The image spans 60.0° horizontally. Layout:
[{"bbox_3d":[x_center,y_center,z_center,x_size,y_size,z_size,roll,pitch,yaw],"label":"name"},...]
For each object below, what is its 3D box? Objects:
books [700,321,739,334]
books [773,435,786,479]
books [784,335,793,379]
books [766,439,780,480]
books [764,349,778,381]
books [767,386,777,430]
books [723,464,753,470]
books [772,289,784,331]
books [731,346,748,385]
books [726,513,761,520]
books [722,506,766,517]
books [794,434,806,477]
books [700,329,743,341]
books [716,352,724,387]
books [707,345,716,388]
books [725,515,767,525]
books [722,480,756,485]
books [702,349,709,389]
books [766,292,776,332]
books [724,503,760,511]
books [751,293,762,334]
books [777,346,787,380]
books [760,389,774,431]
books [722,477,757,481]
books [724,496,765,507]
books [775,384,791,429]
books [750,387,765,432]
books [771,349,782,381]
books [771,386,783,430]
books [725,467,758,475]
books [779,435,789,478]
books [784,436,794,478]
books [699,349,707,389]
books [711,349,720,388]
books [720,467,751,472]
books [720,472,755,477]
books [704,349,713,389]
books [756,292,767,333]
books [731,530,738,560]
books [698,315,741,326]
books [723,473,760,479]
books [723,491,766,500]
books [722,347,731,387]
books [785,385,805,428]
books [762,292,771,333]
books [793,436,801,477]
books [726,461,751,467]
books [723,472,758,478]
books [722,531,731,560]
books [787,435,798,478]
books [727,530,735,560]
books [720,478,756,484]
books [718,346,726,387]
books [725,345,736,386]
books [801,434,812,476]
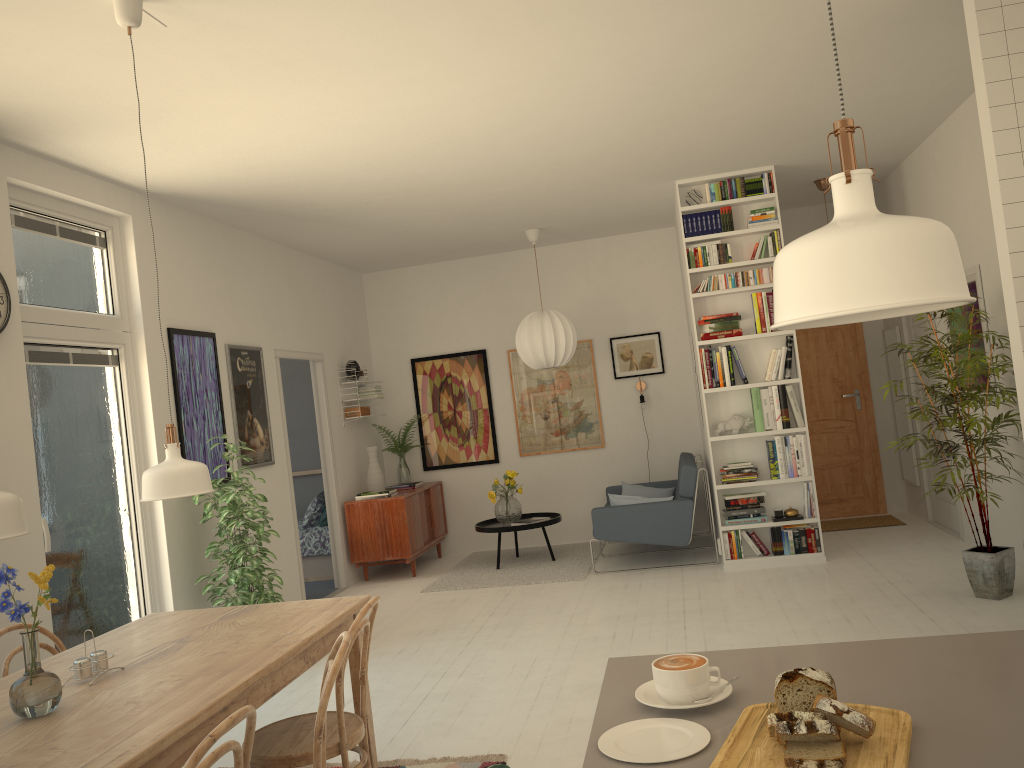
[{"bbox_3d":[1.554,-0.419,6.637,0.268,0.064,0.128,-6,-2,-20],"label":"books"},{"bbox_3d":[1.971,0.535,6.561,0.037,0.312,0.241,-7,-2,10],"label":"books"},{"bbox_3d":[2.035,-0.195,6.542,0.092,0.319,0.179,-7,-2,10],"label":"books"},{"bbox_3d":[1.925,0.555,6.558,0.057,0.284,0.200,-7,-2,10],"label":"books"},{"bbox_3d":[1.908,-0.137,6.541,0.115,0.232,0.133,-7,-2,10],"label":"books"},{"bbox_3d":[1.922,0.179,6.581,0.023,0.321,0.235,-7,-2,10],"label":"books"},{"bbox_3d":[1.675,0.614,6.600,0.212,0.017,0.165,-7,-1,8],"label":"books"},{"bbox_3d":[1.965,-0.544,6.559,0.039,0.317,0.161,-7,-2,10],"label":"books"},{"bbox_3d":[1.690,-0.136,6.602,0.093,0.288,0.200,-7,-2,10],"label":"books"},{"bbox_3d":[1.715,0.974,6.600,0.241,0.024,0.168,-7,-1,5],"label":"books"},{"bbox_3d":[1.716,0.942,6.585,0.297,0.039,0.165,-7,-1,5],"label":"books"},{"bbox_3d":[2.111,0.520,6.505,0.037,0.308,0.161,-7,-2,10],"label":"books"},{"bbox_3d":[1.561,-0.361,6.626,0.300,0.056,0.202,-7,-1,10],"label":"books"},{"bbox_3d":[1.548,-0.103,6.621,0.024,0.260,0.199,-7,-2,10],"label":"books"},{"bbox_3d":[1.494,-0.126,6.640,0.021,0.317,0.179,-7,-2,10],"label":"books"},{"bbox_3d":[1.743,1.006,6.595,0.297,0.039,0.204,-7,-1,15],"label":"books"},{"bbox_3d":[1.682,0.722,6.580,0.247,0.009,0.170,-7,-1,13],"label":"books"},{"bbox_3d":[1.447,-0.112,6.655,0.015,0.301,0.207,-7,-2,10],"label":"books"},{"bbox_3d":[1.921,-0.525,6.566,0.059,0.291,0.182,-7,-2,10],"label":"books"},{"bbox_3d":[1.707,0.907,6.587,0.247,0.039,0.143,-7,-1,7],"label":"books"},{"bbox_3d":[1.814,-0.519,6.604,0.032,0.300,0.200,-7,-2,10],"label":"books"},{"bbox_3d":[1.991,-0.151,6.557,0.092,0.244,0.196,-7,-2,10],"label":"books"},{"bbox_3d":[1.876,0.192,6.570,0.065,0.311,0.199,-7,-2,10],"label":"books"},{"bbox_3d":[1.686,0.697,6.585,0.248,0.009,0.171,-7,-1,13],"label":"books"},{"bbox_3d":[1.720,0.862,6.587,0.285,0.047,0.185,-7,-1,10],"label":"books"},{"bbox_3d":[1.996,0.166,6.548,0.056,0.327,0.202,-7,-2,10],"label":"books"},{"bbox_3d":[1.815,0.189,6.578,0.056,0.328,0.228,-7,-2,10],"label":"books"},{"bbox_3d":[1.945,-0.139,6.542,0.105,0.225,0.138,-7,-2,10],"label":"books"},{"bbox_3d":[1.951,0.174,6.561,0.037,0.324,0.240,-7,-2,10],"label":"books"},{"bbox_3d":[1.707,0.642,6.592,0.235,0.025,0.163,-7,-1,17],"label":"books"},{"bbox_3d":[2.003,0.532,6.558,0.027,0.311,0.228,-7,-2,10],"label":"books"},{"bbox_3d":[2.027,0.535,6.512,0.035,0.304,0.150,-7,-2,10],"label":"books"},{"bbox_3d":[1.430,-0.110,6.664,0.021,0.301,0.222,-7,-2,10],"label":"books"},{"bbox_3d":[1.521,-0.115,6.633,0.030,0.289,0.200,-7,-2,10],"label":"books"},{"bbox_3d":[1.662,0.629,6.593,0.221,0.010,0.169,-7,-1,13],"label":"books"},{"bbox_3d":[1.669,0.665,6.578,0.238,0.012,0.120,-7,-1,5],"label":"books"},{"bbox_3d":[1.470,-0.110,6.644,0.032,0.291,0.203,-7,-2,10],"label":"books"},{"bbox_3d":[1.848,-0.521,6.592,0.039,0.302,0.199,-7,-2,10],"label":"books"},{"bbox_3d":[1.647,1.183,6.588,0.020,0.211,0.184,-7,-2,10],"label":"books"},{"bbox_3d":[1.552,-0.470,6.651,0.314,0.035,0.205,-7,-1,10],"label":"books"},{"bbox_3d":[1.713,0.682,6.607,0.255,0.014,0.197,-7,-1,20],"label":"books"},{"bbox_3d":[1.721,0.825,6.601,0.297,0.024,0.162,-7,-1,1],"label":"books"},{"bbox_3d":[1.593,-0.125,6.616,0.032,0.291,0.189,-7,-2,10],"label":"books"},{"bbox_3d":[2.075,0.162,6.541,0.099,0.316,0.229,-7,-2,10],"label":"books"},{"bbox_3d":[1.879,-0.524,6.581,0.029,0.301,0.185,-7,-2,10],"label":"books"},{"bbox_3d":[2.083,0.531,6.520,0.022,0.291,0.208,-7,-2,10],"label":"books"},{"bbox_3d":[1.680,0.595,6.578,0.166,0.019,0.127,-7,-1,3],"label":"books"},{"bbox_3d":[1.689,0.673,6.592,0.250,0.008,0.135,-7,-1,7],"label":"books"},{"bbox_3d":[1.594,1.198,6.605,0.039,0.199,0.185,-7,-2,10],"label":"books"},{"bbox_3d":[2.062,0.527,6.538,0.025,0.306,0.213,-7,-2,10],"label":"books"},{"bbox_3d":[1.625,1.189,6.596,0.026,0.206,0.187,-7,-2,10],"label":"books"},{"bbox_3d":[1.675,0.710,6.579,0.246,0.014,0.173,-7,-1,9],"label":"books"},{"bbox_3d":[1.570,-0.126,6.634,0.020,0.304,0.193,-7,-2,10],"label":"books"},{"bbox_3d":[1.624,-0.136,6.602,0.033,0.306,0.150,-7,-2,10],"label":"books"},{"bbox_3d":[2.151,0.517,6.528,0.039,0.303,0.229,-7,-2,10],"label":"books"}]
